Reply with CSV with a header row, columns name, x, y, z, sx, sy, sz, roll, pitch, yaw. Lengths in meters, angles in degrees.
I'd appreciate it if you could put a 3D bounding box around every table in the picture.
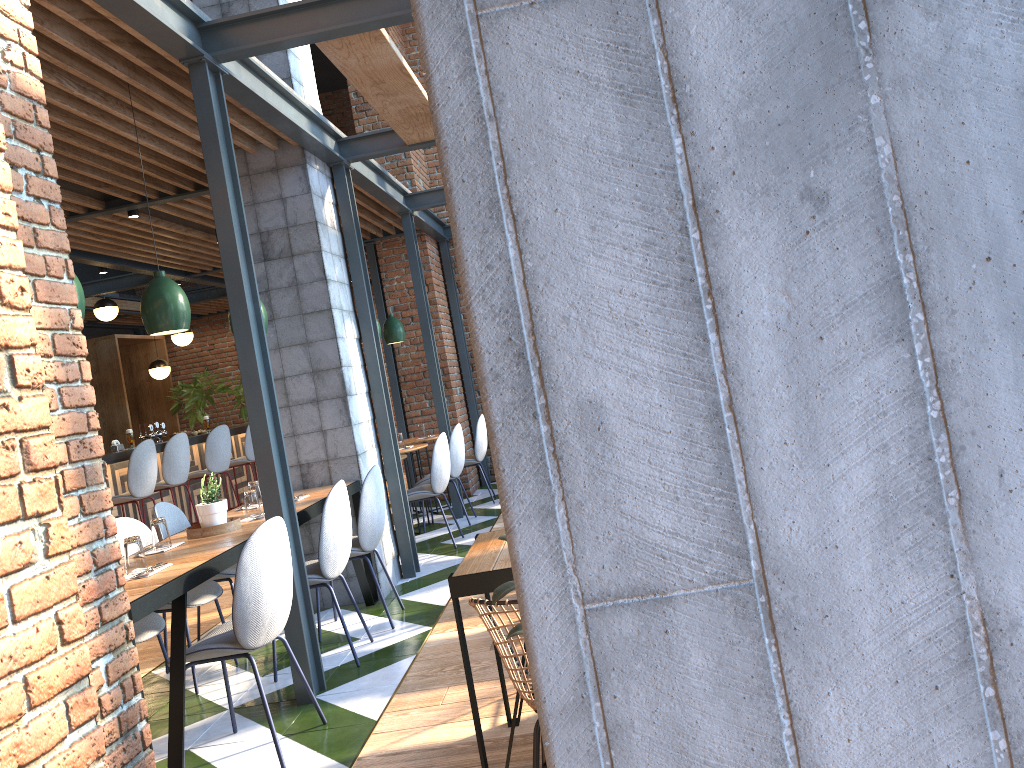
name,x,y,z,sx,sy,sz,roll,pitch,yaw
table,-1.351,1.092,4.244,0.657,0.766,2.773,-10,1,6
table,-0.944,0.937,9.003,0.702,0.748,0.696,-10,0,-38
table,-1.124,1.006,7.106,0.698,0.748,0.700,-10,0,16
table,0.521,0.810,2.935,1.270,0.707,0.658,-10,0,5
table,-1.040,0.974,7.994,0.702,0.748,0.696,-10,-1,-42

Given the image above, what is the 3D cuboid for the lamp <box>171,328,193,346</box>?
name,x,y,z,sx,sy,sz,roll,pitch,yaw
lamp,-4.503,-2.349,11.307,0.268,3.799,0.268,-11,-2,15

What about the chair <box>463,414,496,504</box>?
name,x,y,z,sx,sy,sz,roll,pitch,yaw
chair,-0.458,0.780,8.956,0.507,0.889,0.418,-10,-1,2

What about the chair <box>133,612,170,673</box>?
name,x,y,z,sx,sy,sz,roll,pitch,yaw
chair,-1.840,1.123,3.998,0.507,0.889,0.418,-10,-1,12

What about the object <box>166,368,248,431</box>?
name,x,y,z,sx,sy,sz,roll,pitch,yaw
object,-4.368,0.788,13.163,1.514,2.099,1.083,-10,-1,11

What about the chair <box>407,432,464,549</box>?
name,x,y,z,sx,sy,sz,roll,pitch,yaw
chair,-0.700,0.860,7.040,0.507,0.889,0.418,-10,-1,7

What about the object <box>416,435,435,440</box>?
name,x,y,z,sx,sy,sz,roll,pitch,yaw
object,-0.877,0.537,8.976,0.157,0.019,0.243,-10,1,9

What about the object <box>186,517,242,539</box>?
name,x,y,z,sx,sy,sz,roll,pitch,yaw
object,-1.440,0.694,4.279,0.252,0.046,0.252,-11,1,-21

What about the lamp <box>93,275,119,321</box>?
name,x,y,z,sx,sy,sz,roll,pitch,yaw
lamp,-5.080,-2.607,10.454,0.268,3.799,0.268,-11,-2,11

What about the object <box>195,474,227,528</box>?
name,x,y,z,sx,sy,sz,roll,pitch,yaw
object,-1.436,0.576,4.234,0.146,0.277,0.145,-10,-1,-14

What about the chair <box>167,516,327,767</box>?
name,x,y,z,sx,sy,sz,roll,pitch,yaw
chair,-1.081,0.996,3.470,0.507,0.889,0.418,-10,-1,12

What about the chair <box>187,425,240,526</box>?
name,x,y,z,sx,sy,sz,roll,pitch,yaw
chair,-3.056,1.065,9.036,0.506,1.245,0.419,-11,-1,17

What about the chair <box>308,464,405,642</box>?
name,x,y,z,sx,sy,sz,roll,pitch,yaw
chair,-0.933,0.940,5.058,0.507,0.889,0.418,-10,-1,2

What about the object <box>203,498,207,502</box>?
name,x,y,z,sx,sy,sz,roll,pitch,yaw
object,-1.549,0.655,4.562,0.080,0.138,0.080,-10,-1,-31

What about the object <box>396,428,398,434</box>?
name,x,y,z,sx,sy,sz,roll,pitch,yaw
object,-1.192,0.525,9.023,0.080,0.138,0.080,-11,-1,42

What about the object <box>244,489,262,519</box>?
name,x,y,z,sx,sy,sz,roll,pitch,yaw
object,-1.346,0.619,4.586,0.080,0.138,0.080,-11,-1,29

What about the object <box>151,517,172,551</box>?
name,x,y,z,sx,sy,sz,roll,pitch,yaw
object,-1.587,0.673,3.995,0.080,0.138,0.080,-10,-1,-21

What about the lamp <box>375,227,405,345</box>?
name,x,y,z,sx,sy,sz,roll,pitch,yaw
lamp,-1.367,-1.414,9.071,0.223,2.024,0.224,-10,-2,9

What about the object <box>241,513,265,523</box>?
name,x,y,z,sx,sy,sz,roll,pitch,yaw
object,-1.314,0.680,4.561,0.157,0.019,0.243,-10,1,6

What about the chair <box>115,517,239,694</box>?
name,x,y,z,sx,sy,sz,roll,pitch,yaw
chair,-1.764,1.098,4.567,0.507,0.889,0.418,-10,-1,12

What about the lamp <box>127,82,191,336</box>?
name,x,y,z,sx,sy,sz,roll,pitch,yaw
lamp,-1.822,-1.241,4.275,0.223,2.024,0.224,-10,-2,9

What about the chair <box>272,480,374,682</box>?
name,x,y,z,sx,sy,sz,roll,pitch,yaw
chair,-1.026,0.967,4.491,0.507,0.889,0.418,-10,-1,2

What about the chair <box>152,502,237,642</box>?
name,x,y,z,sx,sy,sz,roll,pitch,yaw
chair,-1.750,1.085,5.142,0.507,0.889,0.418,-10,-1,2

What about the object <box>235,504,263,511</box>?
name,x,y,z,sx,sy,sz,roll,pitch,yaw
object,-1.501,0.703,5.166,0.157,0.019,0.243,-10,1,6

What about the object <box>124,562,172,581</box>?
name,x,y,z,sx,sy,sz,roll,pitch,yaw
object,-1.428,0.723,3.405,0.157,0.019,0.243,-10,1,4

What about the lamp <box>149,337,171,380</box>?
name,x,y,z,sx,sy,sz,roll,pitch,yaw
lamp,-4.951,-1.927,11.713,0.267,3.799,0.269,-11,-2,26

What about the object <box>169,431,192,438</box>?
name,x,y,z,sx,sy,sz,roll,pitch,yaw
object,-3.446,0.528,9.209,0.167,0.073,0.168,-10,1,25

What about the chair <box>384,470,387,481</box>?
name,x,y,z,sx,sy,sz,roll,pitch,yaw
chair,-1.375,0.943,9.047,0.507,0.889,0.418,-10,-1,7

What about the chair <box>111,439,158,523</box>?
name,x,y,z,sx,sy,sz,roll,pitch,yaw
chair,-3.175,1.117,7.430,0.507,1.245,0.418,-10,-1,5

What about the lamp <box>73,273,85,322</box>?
name,x,y,z,sx,sy,sz,roll,pitch,yaw
lamp,-1.906,-1.209,3.388,0.223,2.024,0.224,-10,-2,9

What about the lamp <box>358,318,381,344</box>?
name,x,y,z,sx,sy,sz,roll,pitch,yaw
lamp,-1.463,-1.378,8.063,0.223,2.024,0.224,-10,-2,9

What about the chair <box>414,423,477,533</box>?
name,x,y,z,sx,sy,sz,roll,pitch,yaw
chair,-0.633,0.830,7.956,0.507,0.889,0.418,-10,-1,7

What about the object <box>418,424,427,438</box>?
name,x,y,z,sx,sy,sz,roll,pitch,yaw
object,-0.910,0.475,8.993,0.080,0.138,0.080,-10,-1,-8

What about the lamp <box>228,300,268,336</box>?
name,x,y,z,sx,sy,sz,roll,pitch,yaw
lamp,-1.726,-1.278,5.283,0.223,2.024,0.224,-10,-2,9

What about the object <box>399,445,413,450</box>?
name,x,y,z,sx,sy,sz,roll,pitch,yaw
object,-0.977,0.574,7.974,0.157,0.019,0.242,-10,1,2

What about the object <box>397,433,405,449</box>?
name,x,y,z,sx,sy,sz,roll,pitch,yaw
object,-1.011,0.512,7.988,0.080,0.138,0.080,-10,-1,15

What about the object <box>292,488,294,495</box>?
name,x,y,z,sx,sy,sz,roll,pitch,yaw
object,-1.306,0.601,5.113,0.080,0.138,0.080,-10,-1,-31

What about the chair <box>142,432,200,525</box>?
name,x,y,z,sx,sy,sz,roll,pitch,yaw
chair,-3.199,1.105,8.264,0.507,1.245,0.418,-10,-1,11

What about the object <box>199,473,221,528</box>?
name,x,y,z,sx,sy,sz,roll,pitch,yaw
object,-1.489,0.581,4.349,0.115,0.282,0.127,-10,-1,1

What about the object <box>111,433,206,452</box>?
name,x,y,z,sx,sy,sz,roll,pitch,yaw
object,-3.458,0.523,8.748,0.321,0.106,1.511,-10,1,9

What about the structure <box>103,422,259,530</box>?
name,x,y,z,sx,sy,sz,roll,pitch,yaw
structure,-4.428,1.225,9.499,2.914,1.398,4.922,-10,1,6

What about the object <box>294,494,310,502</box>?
name,x,y,z,sx,sy,sz,roll,pitch,yaw
object,-1.273,0.663,5.088,0.157,0.019,0.243,-10,1,6

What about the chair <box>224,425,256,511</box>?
name,x,y,z,sx,sy,sz,roll,pitch,yaw
chair,-2.946,1.020,9.792,0.507,1.245,0.418,-10,-1,2

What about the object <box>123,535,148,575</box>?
name,x,y,z,sx,sy,sz,roll,pitch,yaw
object,-1.462,0.661,3.429,0.080,0.138,0.080,-11,-1,27

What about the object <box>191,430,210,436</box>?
name,x,y,z,sx,sy,sz,roll,pitch,yaw
object,-3.366,0.520,9.461,0.163,0.052,0.292,-10,1,14

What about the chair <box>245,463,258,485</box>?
name,x,y,z,sx,sy,sz,roll,pitch,yaw
chair,-2.944,1.016,10.560,0.507,1.245,0.418,-10,-1,3

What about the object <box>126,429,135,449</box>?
name,x,y,z,sx,sy,sz,roll,pitch,yaw
object,-3.459,0.497,8.031,0.070,0.178,0.070,-10,-1,9

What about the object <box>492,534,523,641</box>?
name,x,y,z,sx,sy,sz,roll,pitch,yaw
object,0.520,0.424,1.952,0.856,1.499,0.900,-11,-1,24

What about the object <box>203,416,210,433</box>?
name,x,y,z,sx,sy,sz,roll,pitch,yaw
object,-3.246,0.429,9.434,0.070,0.183,0.070,-11,-1,26

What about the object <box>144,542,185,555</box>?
name,x,y,z,sx,sy,sz,roll,pitch,yaw
object,-1.596,0.741,4.016,0.157,0.019,0.243,-10,1,6

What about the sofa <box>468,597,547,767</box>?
name,x,y,z,sx,sy,sz,roll,pitch,yaw
sofa,0.465,0.818,2.371,1.091,0.734,0.470,-10,-1,5

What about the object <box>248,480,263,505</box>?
name,x,y,z,sx,sy,sz,roll,pitch,yaw
object,-1.492,0.634,5.145,0.080,0.138,0.080,-11,-1,29
